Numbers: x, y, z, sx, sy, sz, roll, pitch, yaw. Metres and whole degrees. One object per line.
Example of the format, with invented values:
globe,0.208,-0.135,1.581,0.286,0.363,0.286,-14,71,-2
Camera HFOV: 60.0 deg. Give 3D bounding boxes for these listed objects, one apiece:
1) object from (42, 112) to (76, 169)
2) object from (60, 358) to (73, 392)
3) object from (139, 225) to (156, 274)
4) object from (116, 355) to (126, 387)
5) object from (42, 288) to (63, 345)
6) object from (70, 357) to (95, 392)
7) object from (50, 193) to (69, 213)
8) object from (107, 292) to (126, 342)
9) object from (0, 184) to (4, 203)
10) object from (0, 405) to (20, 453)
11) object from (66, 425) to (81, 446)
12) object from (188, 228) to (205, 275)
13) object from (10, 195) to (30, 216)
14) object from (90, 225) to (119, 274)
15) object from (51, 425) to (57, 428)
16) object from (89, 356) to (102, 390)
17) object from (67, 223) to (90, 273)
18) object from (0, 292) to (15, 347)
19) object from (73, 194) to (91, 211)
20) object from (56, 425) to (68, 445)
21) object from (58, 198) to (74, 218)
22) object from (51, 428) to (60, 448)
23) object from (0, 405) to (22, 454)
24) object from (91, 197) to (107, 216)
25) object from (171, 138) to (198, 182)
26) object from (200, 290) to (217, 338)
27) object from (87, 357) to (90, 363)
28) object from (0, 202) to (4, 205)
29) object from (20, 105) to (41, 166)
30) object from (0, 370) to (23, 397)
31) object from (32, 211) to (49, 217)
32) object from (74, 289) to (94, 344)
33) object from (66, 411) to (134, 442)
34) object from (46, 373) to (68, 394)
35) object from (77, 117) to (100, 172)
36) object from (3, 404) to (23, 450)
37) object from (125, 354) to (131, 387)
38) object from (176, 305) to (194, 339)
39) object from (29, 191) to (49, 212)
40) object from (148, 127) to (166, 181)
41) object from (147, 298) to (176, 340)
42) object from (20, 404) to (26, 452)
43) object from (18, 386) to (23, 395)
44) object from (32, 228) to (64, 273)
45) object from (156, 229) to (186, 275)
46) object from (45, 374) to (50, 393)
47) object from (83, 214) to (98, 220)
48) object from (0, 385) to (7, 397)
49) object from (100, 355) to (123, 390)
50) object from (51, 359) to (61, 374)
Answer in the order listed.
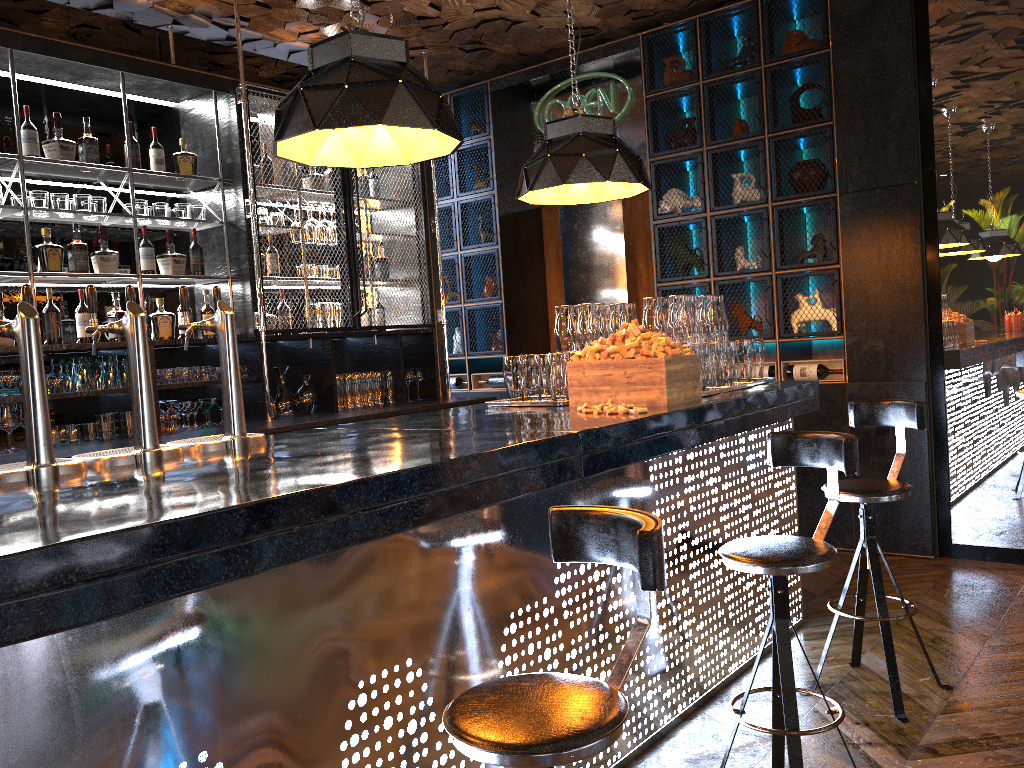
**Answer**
object,-2.369,-1.274,4.637,0.123,0.279,0.123,-2,3,27
object,-2.272,-0.047,4.550,0.115,0.172,0.101,-6,4,-42
object,-2.073,-0.750,5.024,0.086,0.298,0.086,-4,3,-3
object,-2.090,-0.070,4.772,0.101,0.172,0.115,-3,3,23
object,-2.376,-0.344,4.576,0.086,0.297,0.086,-5,3,-18
object,-2.174,-0.050,4.479,0.115,0.172,0.101,-5,3,-22
object,-2.343,-0.936,4.599,0.089,0.092,0.089,-4,3,2
object,-2.170,-0.364,4.876,0.083,0.282,0.083,-3,3,24
object,-2.538,-0.931,4.336,0.089,0.092,0.089,-2,3,29
object,-2.480,0.218,4.361,0.091,0.229,0.091,-2,3,32
object,-2.212,0.261,4.477,0.067,0.099,0.067,-3,3,10
object,-1.877,-0.775,5.264,0.086,0.299,0.086,-4,3,-3
object,-2.544,-0.922,4.590,0.089,0.092,0.089,-4,3,-10
object,-2.212,-0.720,4.814,0.123,0.279,0.123,-6,3,-38
object,-2.388,0.266,4.613,0.067,0.099,0.067,-3,3,10
object,-2.182,-0.058,4.661,0.101,0.172,0.115,-5,3,-22
object,-2.309,-0.711,4.714,0.083,0.282,0.083,-2,3,39
object,-2.535,-0.314,4.393,0.123,0.279,0.123,-6,3,-38
object,-2.259,-0.945,4.666,0.089,0.092,0.089,-4,3,2
object,-2.310,0.264,4.555,0.067,0.099,0.067,-3,3,10
object,-2.385,-0.940,4.739,0.089,0.092,0.089,-2,3,38
object,-2.279,0.268,4.397,0.067,0.100,0.067,-2,3,31
object,-2.416,0.219,4.261,0.091,0.229,0.091,-5,3,-24
object,-2.224,-0.952,4.765,0.089,0.092,0.089,-4,3,-7
object,-1.925,-1.315,5.217,0.151,0.248,0.094,-5,3,-23
object,-1.823,-0.414,5.313,0.080,0.299,0.080,-1,4,41
object,-2.277,-0.055,4.734,0.115,0.172,0.101,-1,4,43
object,-2.537,-0.911,4.336,0.089,0.092,0.089,-5,3,-26
object,-2.474,-1.273,4.539,0.086,0.298,0.086,-4,3,-3
object,-2.409,-0.002,4.269,0.108,0.126,0.108,-5,3,-17
object,-2.486,-0.930,4.672,0.089,0.092,0.089,-4,3,-12
object,-2.290,-0.357,4.737,0.086,0.298,0.086,-4,3,-3
object,-2.174,0.229,4.709,0.356,0.134,0.206,-6,4,-44
object,-2.260,-0.004,4.407,0.098,0.097,0.098,-5,3,-17
object,-2.281,-1.289,4.771,0.083,0.282,0.083,-2,3,39
object,-2.533,0.216,4.484,0.091,0.229,0.091,-2,3,36
object,-2.003,-0.072,4.694,0.101,0.172,0.115,-5,3,-22
object,-1.924,-0.403,5.208,0.086,0.298,0.086,-4,3,-3
object,-2.402,-0.928,4.506,0.089,0.092,0.089,-3,3,10
object,-2.051,-1.329,5.111,0.086,0.298,0.086,-4,3,-3
object,-2.007,-0.366,5.080,0.151,0.248,0.094,-6,4,-42
object,-2.355,0.211,4.335,0.091,0.229,0.091,-3,3,11
object,-2.406,0.007,4.395,0.098,0.097,0.098,-4,3,-14
object,-2.403,-0.681,4.594,0.094,0.248,0.151,-2,3,27
object,-1.968,-0.751,5.122,0.123,0.279,0.123,-2,3,27
object,-2.346,-0.001,4.472,0.098,0.097,0.098,-5,3,-27
object,-2.318,-0.951,4.870,0.089,0.092,0.089,-3,3,13
object,-2.498,0.001,4.342,0.108,0.126,0.108,-2,3,33
object,-2.078,-0.062,4.585,0.101,0.172,0.115,-3,3,23
object,-2.363,-0.045,4.632,0.101,0.172,0.115,-3,3,23
